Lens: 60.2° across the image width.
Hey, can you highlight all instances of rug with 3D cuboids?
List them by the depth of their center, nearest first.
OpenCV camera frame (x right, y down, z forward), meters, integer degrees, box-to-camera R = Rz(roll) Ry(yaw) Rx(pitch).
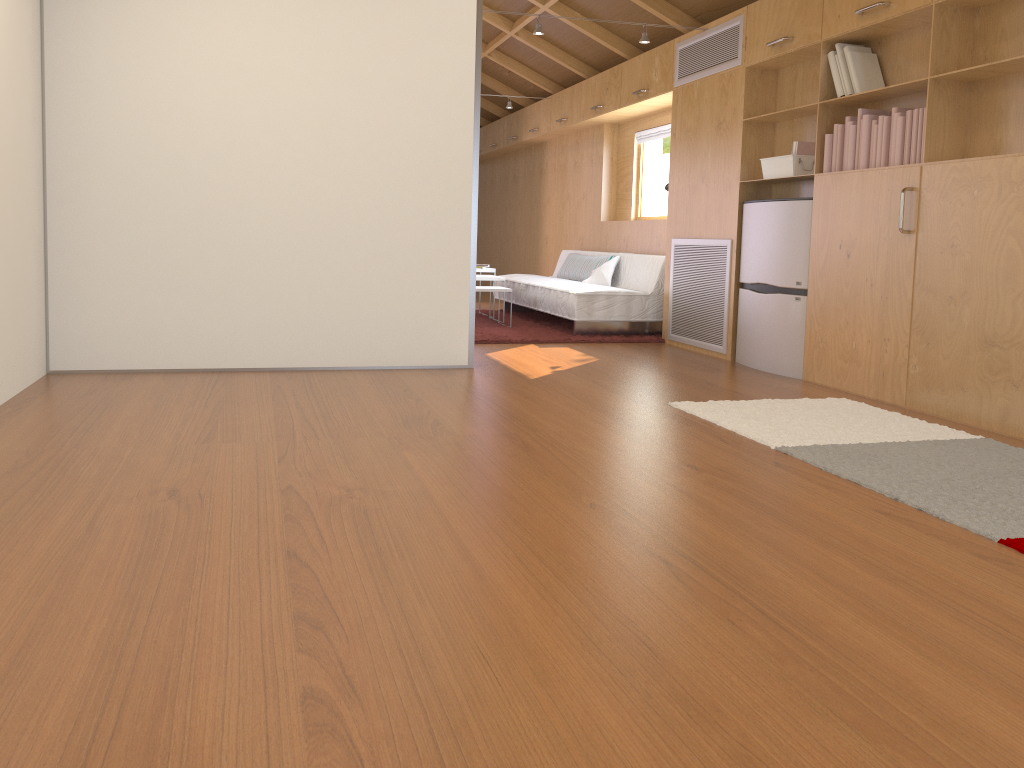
[{"bbox_3d":[1.660,0.392,2.318,0.917,0.011,3.754,-1,10,-16],"label":"rug"},{"bbox_3d":[0.123,-0.495,7.419,1.885,0.020,2.502,-1,10,-16],"label":"rug"}]

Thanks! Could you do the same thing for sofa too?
[{"bbox_3d":[0.539,-0.830,7.623,0.862,0.623,2.375,-1,9,-16],"label":"sofa"}]

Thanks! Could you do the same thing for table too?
[{"bbox_3d":[-0.217,-0.622,7.101,0.342,0.306,0.372,-1,8,-16],"label":"table"},{"bbox_3d":[-0.327,-0.725,7.481,0.424,0.380,0.462,-1,8,-16],"label":"table"},{"bbox_3d":[-0.454,-0.828,7.920,0.485,0.435,0.529,-1,8,-16],"label":"table"}]

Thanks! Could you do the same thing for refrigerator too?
[{"bbox_3d":[1.575,-0.572,5.138,0.262,0.980,0.719,0,7,-16],"label":"refrigerator"}]

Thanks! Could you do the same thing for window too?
[{"bbox_3d":[1.349,-1.726,7.197,0.035,0.784,1.509,0,8,-16],"label":"window"}]

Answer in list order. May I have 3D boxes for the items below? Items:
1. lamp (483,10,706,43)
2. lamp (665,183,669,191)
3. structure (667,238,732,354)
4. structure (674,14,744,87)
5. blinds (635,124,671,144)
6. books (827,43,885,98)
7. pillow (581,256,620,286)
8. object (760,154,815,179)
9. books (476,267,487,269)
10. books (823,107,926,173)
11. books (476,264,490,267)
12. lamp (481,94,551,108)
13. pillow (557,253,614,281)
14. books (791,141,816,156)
[{"bbox_3d":[-0.564,-2.249,5.308,3.828,0.152,0.073,-1,6,-16],"label":"lamp"},{"bbox_3d":[1.179,-0.934,6.574,0.183,1.188,0.256,-3,7,-40],"label":"lamp"},{"bbox_3d":[1.246,-0.612,5.934,0.013,0.716,0.826,0,8,-16],"label":"structure"},{"bbox_3d":[1.284,-2.178,5.823,0.013,0.298,0.911,0,9,-16],"label":"structure"},{"bbox_3d":[1.309,-2.061,7.153,0.047,0.110,1.510,0,9,-16],"label":"blinds"},{"bbox_3d":[1.775,-1.614,4.559,0.175,0.294,0.282,0,7,-16],"label":"books"},{"bbox_3d":[0.738,-0.938,7.308,0.347,0.250,0.268,8,9,37],"label":"pillow"},{"bbox_3d":[1.605,-1.243,5.095,0.203,0.121,0.353,-1,9,-16],"label":"object"},{"bbox_3d":[-0.333,-1.024,7.775,0.193,0.016,0.154,4,10,13],"label":"books"},{"bbox_3d":[2.167,-1.182,3.182,0.189,0.653,3.136,0,9,-16],"label":"books"},{"bbox_3d":[-0.302,-1.052,7.854,0.193,0.016,0.154,2,9,3],"label":"books"},{"bbox_3d":[-1.449,-2.777,8.362,3.828,0.152,0.073,-1,6,-16],"label":"lamp"},{"bbox_3d":[0.639,-1.041,7.926,0.171,0.249,1.051,0,9,-16],"label":"pillow"},{"bbox_3d":[1.643,-1.264,4.974,0.150,0.191,0.089,0,6,-16],"label":"books"}]
